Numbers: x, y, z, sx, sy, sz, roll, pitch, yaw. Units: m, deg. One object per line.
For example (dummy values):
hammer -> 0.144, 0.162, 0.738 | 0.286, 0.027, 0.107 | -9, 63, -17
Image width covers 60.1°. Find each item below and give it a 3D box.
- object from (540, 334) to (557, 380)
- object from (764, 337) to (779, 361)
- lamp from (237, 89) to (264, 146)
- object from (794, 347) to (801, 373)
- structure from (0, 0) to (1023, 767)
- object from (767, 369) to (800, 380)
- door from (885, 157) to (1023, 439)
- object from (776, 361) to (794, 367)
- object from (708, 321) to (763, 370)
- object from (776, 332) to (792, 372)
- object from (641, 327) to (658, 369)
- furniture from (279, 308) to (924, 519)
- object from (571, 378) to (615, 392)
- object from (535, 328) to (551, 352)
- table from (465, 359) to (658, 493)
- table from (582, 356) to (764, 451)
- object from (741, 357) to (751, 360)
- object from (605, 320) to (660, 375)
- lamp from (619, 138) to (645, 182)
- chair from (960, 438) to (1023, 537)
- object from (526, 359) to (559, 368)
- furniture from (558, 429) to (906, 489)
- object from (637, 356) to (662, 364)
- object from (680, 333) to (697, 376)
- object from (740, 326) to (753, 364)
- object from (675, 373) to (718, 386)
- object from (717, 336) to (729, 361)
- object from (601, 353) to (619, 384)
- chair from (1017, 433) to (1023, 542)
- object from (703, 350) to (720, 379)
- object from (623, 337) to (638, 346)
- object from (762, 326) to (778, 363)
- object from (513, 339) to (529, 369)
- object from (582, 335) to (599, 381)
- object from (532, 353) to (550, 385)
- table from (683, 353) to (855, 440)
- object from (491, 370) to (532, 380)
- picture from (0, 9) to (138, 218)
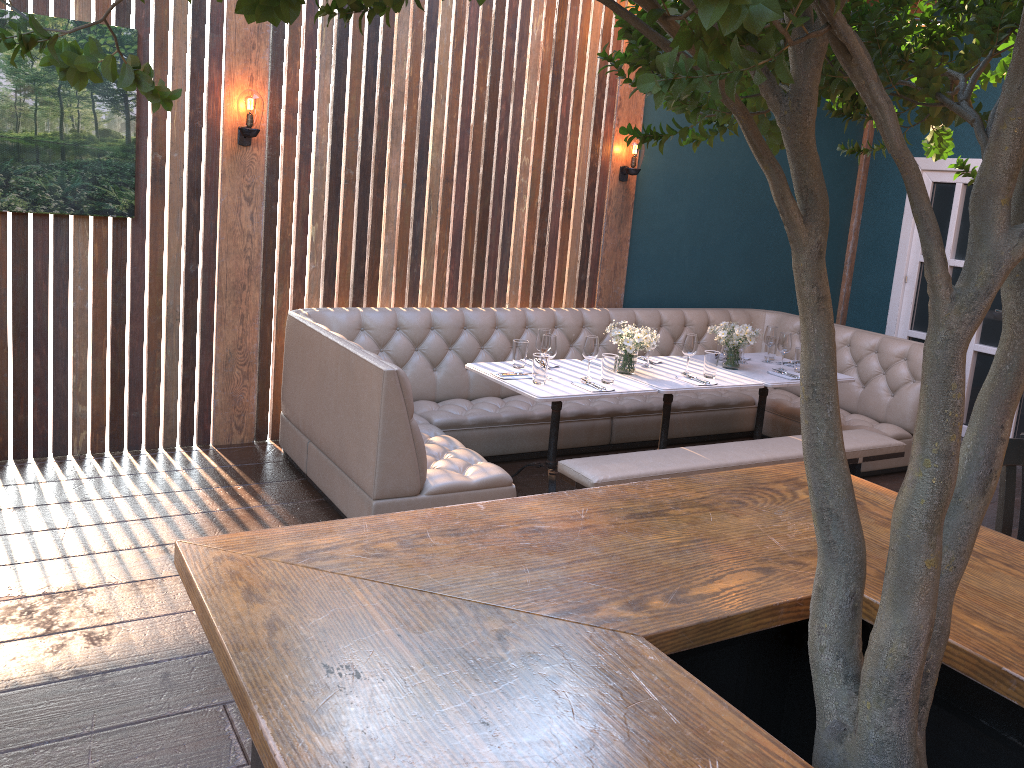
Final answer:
object -> 0.197, -0.148, 4.839 | 0.092, 0.242, 0.093 | 8, 10, 16
object -> 1.766, -0.242, 6.033 | 0.092, 0.156, 0.092 | -5, 14, -44
lamp -> -1.488, -1.507, 5.012 | 0.146, 0.317, 0.180 | -1, 12, -31
object -> 1.852, -0.151, 5.665 | 0.092, 0.156, 0.092 | -5, 14, -44
structure -> 0.637, -0.356, 1.239 | 2.850, 3.656, 2.747 | 1, 11, -22
object -> 1.707, -0.064, 5.541 | 0.157, 0.019, 0.258 | -3, 15, -30
door -> 5.404, 0.126, 4.235 | 0.174, 2.184, 8.268 | -1, 14, -31
object -> 1.882, -0.139, 5.934 | 0.255, 0.019, 0.159 | -3, 15, -30
object -> 1.403, -0.255, 5.614 | 0.337, 0.306, 0.331 | 10, 12, 23
object -> 1.745, -0.207, 5.683 | 0.092, 0.242, 0.093 | 7, 10, 11
object -> 0.839, -0.221, 5.399 | 0.092, 0.242, 0.093 | 8, 10, 16
furniture -> 0.743, 0.063, 5.738 | 4.160, 0.850, 1.729 | -3, 14, -31
object -> 0.423, 0.003, 4.763 | 0.157, 0.019, 0.258 | -3, 15, -30
object -> 0.175, -0.190, 5.014 | 0.092, 0.242, 0.093 | 8, 10, 16
table -> 0.238, 0.281, 5.012 | 0.799, 0.665, 0.807 | -2, 13, -32
table -> 0.939, 0.247, 5.429 | 0.799, 0.665, 0.808 | -2, 13, -30
object -> 1.513, -0.185, 5.996 | 0.157, 0.019, 0.258 | -3, 15, -30
object -> 0.696, -0.216, 5.177 | 0.329, 0.306, 0.340 | 7, 11, 11
lamp -> 0.874, -1.625, 6.417 | 0.146, 0.317, 0.180 | -1, 12, -31
chair -> 1.575, 0.732, 2.784 | 0.477, 1.009, 0.545 | -1, 12, -31
object -> 0.176, -0.120, 5.207 | 0.157, 0.019, 0.258 | -3, 15, -30
furniture -> 1.284, 0.542, 4.875 | 2.330, 0.395, 0.316 | -3, 13, -31
object -> 0.846, -0.154, 5.606 | 0.157, 0.019, 0.258 | -3, 15, -30
object -> 1.057, -0.177, 5.291 | 0.092, 0.242, 0.093 | 8, 10, 16
object -> 1.528, -0.256, 5.813 | 0.092, 0.242, 0.093 | 7, 10, 11
object -> 1.057, -0.030, 5.145 | 0.157, 0.019, 0.258 | -3, 15, -30
object -> 1.399, -0.235, 5.861 | 0.092, 0.156, 0.092 | -5, 14, -44
object -> 0.533, -0.083, 4.870 | 0.092, 0.156, 0.092 | -5, 14, -44
chair -> 2.032, 0.697, 3.111 | 0.478, 1.009, 0.545 | -2, 12, -36
object -> 1.182, -0.115, 5.257 | 0.092, 0.156, 0.092 | -5, 14, -44
object -> 0.728, -0.204, 5.471 | 0.092, 0.156, 0.092 | -5, 14, -44
object -> 1.727, -0.265, 5.926 | 0.092, 0.242, 0.093 | 7, 10, 11
object -> 0.045, -0.170, 5.064 | 0.092, 0.156, 0.092 | -5, 14, -44
object -> 0.432, -0.145, 4.911 | 0.092, 0.242, 0.093 | 8, 10, 16
object -> 0.150, -0.079, 4.711 | 0.092, 0.156, 0.092 | -5, 14, -44
table -> 1.641, 0.212, 5.847 | 0.799, 0.665, 0.808 | -2, 13, -31
object -> 0.022, -0.054, 4.859 | 0.255, 0.019, 0.159 | -3, 15, -30
picture -> -2.738, -1.360, 4.354 | 1.651, 0.987, 0.066 | -2, 12, -31
